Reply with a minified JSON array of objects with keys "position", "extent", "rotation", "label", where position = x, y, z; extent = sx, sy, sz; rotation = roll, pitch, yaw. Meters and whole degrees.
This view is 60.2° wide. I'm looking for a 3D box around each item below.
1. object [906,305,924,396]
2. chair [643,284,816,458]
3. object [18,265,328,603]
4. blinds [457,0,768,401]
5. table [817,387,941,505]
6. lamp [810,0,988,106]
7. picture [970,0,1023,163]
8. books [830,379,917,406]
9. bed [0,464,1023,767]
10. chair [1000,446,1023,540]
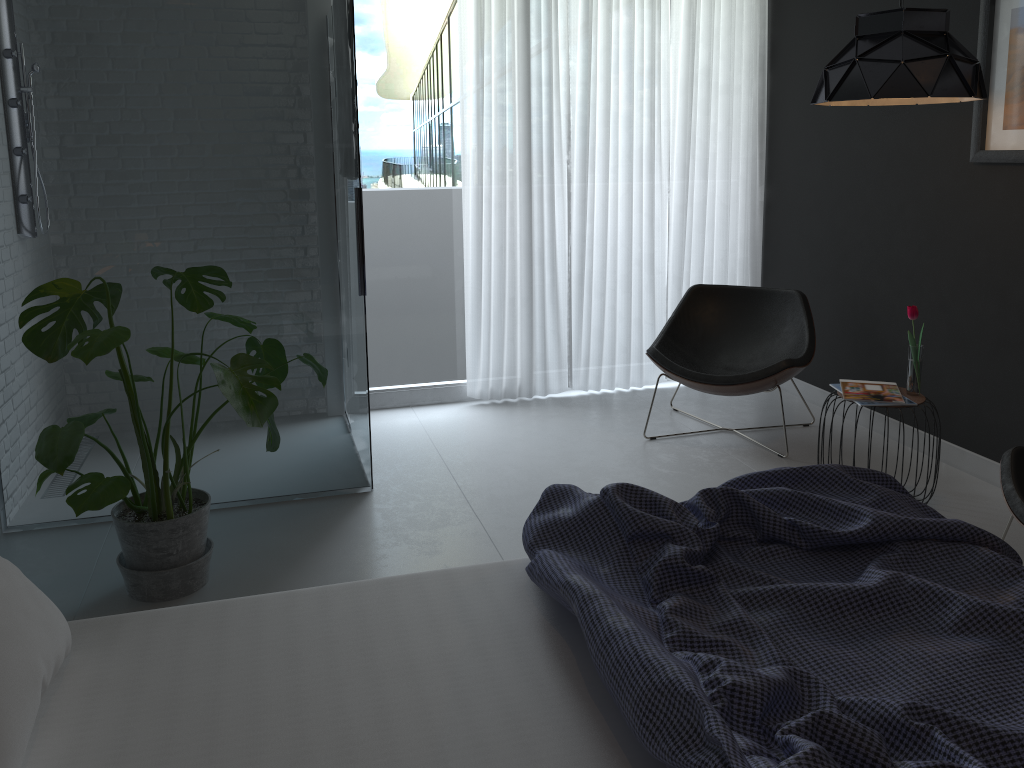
[{"position":[1.576,-0.128,3.459],"extent":[0.066,0.350,0.077],"rotation":[2,11,16],"label":"object"},{"position":[1.096,-0.103,4.417],"extent":[0.792,0.681,0.825],"rotation":[6,14,26],"label":"chair"},{"position":[-1.087,0.138,2.924],"extent":[0.851,1.033,1.007],"rotation":[0,12,3],"label":"object"},{"position":[0.615,-1.279,4.994],"extent":[1.855,2.658,0.138],"rotation":[-4,11,-15],"label":"blinds"},{"position":[1.465,0.253,3.541],"extent":[0.454,0.429,0.455],"rotation":[-10,16,-37],"label":"table"},{"position":[1.430,-1.491,3.224],"extent":[0.582,0.889,0.618],"rotation":[0,12,2],"label":"lamp"},{"position":[2.181,-1.039,2.711],"extent":[0.041,0.711,1.980],"rotation":[-4,14,-15],"label":"picture"},{"position":[-1.703,0.862,1.221],"extent":[8.294,0.366,0.409],"rotation":[-12,17,-36],"label":"books"},{"position":[-0.045,0.049,1.294],"extent":[2.611,2.012,2.598],"rotation":[-4,13,-15],"label":"bed"},{"position":[1.861,0.397,2.481],"extent":[0.813,0.681,0.803],"rotation":[0,13,5],"label":"chair"}]
